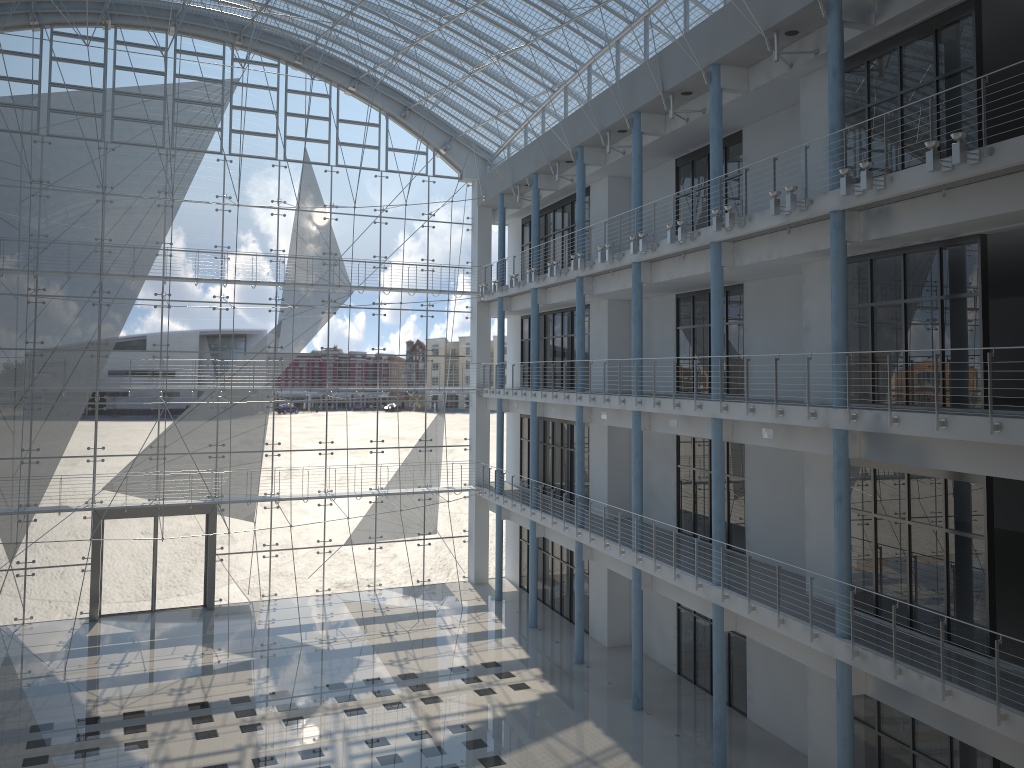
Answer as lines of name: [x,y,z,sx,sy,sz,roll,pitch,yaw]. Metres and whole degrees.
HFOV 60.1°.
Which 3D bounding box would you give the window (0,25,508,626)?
window: [-1.717,-0.324,4.195,3.846,2.784,0.010,1,-3,-24]
